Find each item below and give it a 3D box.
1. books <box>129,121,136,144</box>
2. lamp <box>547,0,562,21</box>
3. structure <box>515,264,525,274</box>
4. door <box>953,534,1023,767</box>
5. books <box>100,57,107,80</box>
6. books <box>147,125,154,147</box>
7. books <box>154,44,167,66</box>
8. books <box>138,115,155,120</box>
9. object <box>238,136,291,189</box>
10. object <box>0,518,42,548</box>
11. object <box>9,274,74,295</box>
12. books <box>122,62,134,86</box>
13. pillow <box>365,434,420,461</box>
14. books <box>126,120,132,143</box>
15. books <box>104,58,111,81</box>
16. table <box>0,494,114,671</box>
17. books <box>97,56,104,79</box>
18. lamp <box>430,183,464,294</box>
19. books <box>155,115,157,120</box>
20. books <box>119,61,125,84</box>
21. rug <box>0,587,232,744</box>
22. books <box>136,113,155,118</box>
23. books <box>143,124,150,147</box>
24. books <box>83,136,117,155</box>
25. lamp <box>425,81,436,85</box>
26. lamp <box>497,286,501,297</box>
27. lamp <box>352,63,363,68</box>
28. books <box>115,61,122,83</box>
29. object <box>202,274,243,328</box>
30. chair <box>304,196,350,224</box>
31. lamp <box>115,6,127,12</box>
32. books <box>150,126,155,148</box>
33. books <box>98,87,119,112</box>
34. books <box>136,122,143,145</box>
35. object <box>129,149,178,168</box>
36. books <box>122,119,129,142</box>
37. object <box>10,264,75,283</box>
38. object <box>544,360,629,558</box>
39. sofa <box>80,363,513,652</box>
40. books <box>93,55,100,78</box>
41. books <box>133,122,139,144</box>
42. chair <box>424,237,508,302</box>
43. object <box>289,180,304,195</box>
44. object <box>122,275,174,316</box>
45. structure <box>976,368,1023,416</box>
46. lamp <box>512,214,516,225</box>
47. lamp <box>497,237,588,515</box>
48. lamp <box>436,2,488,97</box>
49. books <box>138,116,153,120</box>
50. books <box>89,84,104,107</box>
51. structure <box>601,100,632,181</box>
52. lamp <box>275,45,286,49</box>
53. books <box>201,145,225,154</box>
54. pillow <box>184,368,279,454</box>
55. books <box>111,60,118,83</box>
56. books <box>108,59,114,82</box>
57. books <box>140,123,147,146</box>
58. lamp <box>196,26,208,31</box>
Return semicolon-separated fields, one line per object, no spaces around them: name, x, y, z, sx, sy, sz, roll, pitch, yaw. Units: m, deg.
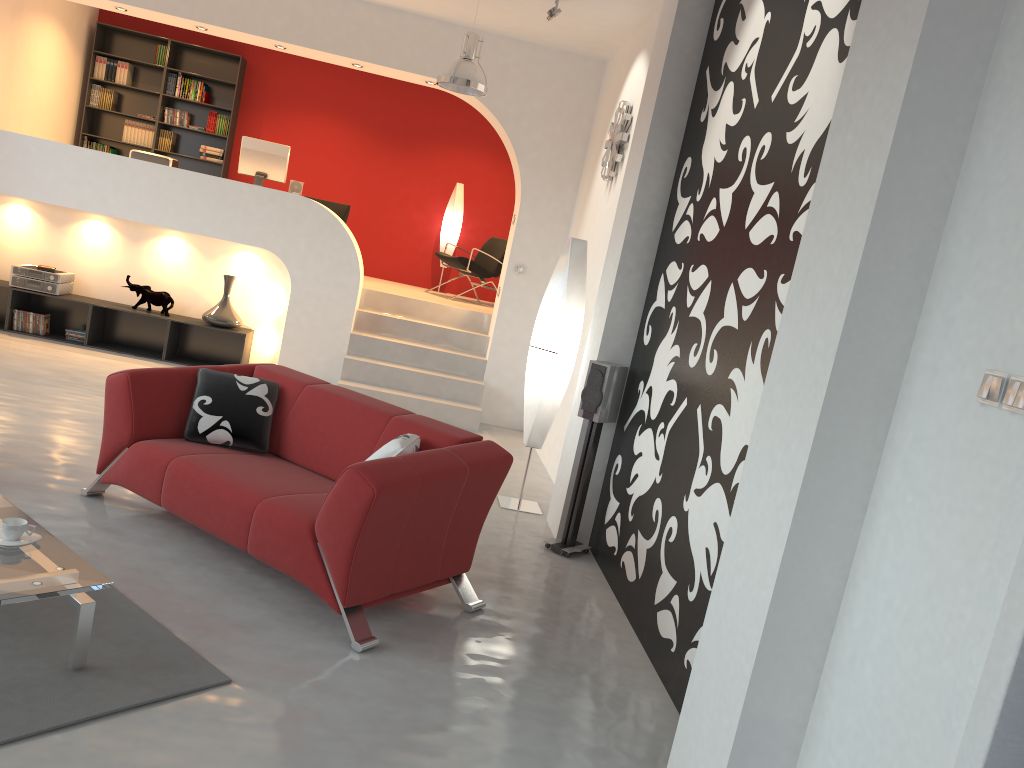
books;-4.448;-2.956;10.461;0.040;0.260;0.200;11;8;-7
lamp;0.316;-2.748;6.502;0.112;0.176;0.118;17;9;35
structure;0.073;-1.071;8.280;0.080;0.080;0.016;11;8;-7
door;1.230;0.409;1.008;0.240;2.550;1.600;11;8;-7
books;-4.720;-3.648;10.324;0.040;0.260;0.200;11;8;-7
books;-4.250;-2.917;10.487;0.040;0.260;0.200;11;8;-7
books;-4.069;-3.815;10.374;0.146;0.240;0.170;11;8;-7
books;-4.298;-3.140;10.467;0.190;0.015;0.135;11;8;-7
object;-2.394;-2.109;8.544;0.458;0.452;0.230;11;8;-7
object;-1.671;0.493;2.968;0.153;0.069;0.153;15;8;19
object;-4.305;-0.914;8.114;0.430;0.100;0.365;11;8;-7
books;-4.483;-3.602;10.355;0.040;0.260;0.200;11;8;-7
pillow;-0.580;0.379;3.866;0.288;0.343;0.402;12;8;0
books;-4.487;-2.964;10.456;0.040;0.260;0.200;11;8;-7
books;-4.681;-3.641;10.329;0.040;0.260;0.200;11;8;-7
table;-2.077;0.616;2.768;1.162;0.286;1.097;18;10;37
books;-4.759;-3.656;10.319;0.040;0.260;0.200;11;8;-7
lamp;-0.774;-1.798;10.936;0.237;1.349;0.237;12;8;1
books;-4.162;-3.184;10.474;0.063;0.187;0.135;11;8;-7
books;-4.522;-3.609;10.350;0.040;0.260;0.200;11;8;-7
rug;-2.099;0.758;2.797;1.700;0.025;1.700;18;10;37
books;-4.313;-3.158;10.463;0.190;0.015;0.135;11;8;-7
books;-4.289;-2.925;10.482;0.040;0.260;0.200;11;8;-7
books;-4.850;-2.727;10.446;0.341;0.286;0.231;11;8;-7
lamp;-0.749;-2.778;8.189;0.105;0.011;0.105;10;8;-18
lamp;-0.126;-0.893;8.551;0.011;0.105;0.105;11;8;-7
lamp;-1.411;-2.909;8.102;0.105;0.011;0.105;10;8;-18
books;-4.562;-3.617;10.345;0.040;0.260;0.200;11;8;-7
object;-2.681;-0.777;8.302;0.369;0.481;0.369;5;10;-42
chair;-2.297;-1.705;9.943;0.664;0.795;0.768;14;8;12
lamp;-3.454;-3.311;7.834;0.105;0.011;0.105;10;8;-18
books;-4.211;-2.909;10.492;0.040;0.260;0.200;11;8;-7
books;-4.729;-3.322;10.386;0.146;0.240;0.170;11;8;-7
books;-4.369;-2.940;10.471;0.040;0.260;0.200;11;8;-7
object;-3.418;-2.094;8.525;0.397;0.217;0.458;11;8;-7
books;-4.526;-2.972;10.451;0.040;0.260;0.200;11;8;-7
object;-4.285;-1.010;8.108;0.430;0.077;0.349;11;8;-7
object;0.431;0.424;5.047;0.214;1.112;0.229;18;10;37
sofa;-1.034;0.423;4.164;1.929;0.738;0.951;17;9;32
books;-4.799;-3.664;10.314;0.040;0.260;0.200;11;8;-7
books;-4.408;-2.948;10.466;0.040;0.260;0.200;11;8;-7
chair;-0.463;-1.351;10.242;0.768;0.795;0.664;7;9;-32
object;-2.110;-1.906;8.655;0.133;0.147;0.151;9;8;-24
object;-3.379;-0.824;8.249;0.507;0.296;0.191;13;8;8
structure;1.075;0.016;1.933;0.016;0.080;0.170;11;8;-7
lamp;0.020;-1.571;8.458;0.011;0.105;0.105;11;8;-7
lamp;0.233;-0.059;5.747;0.313;1.779;0.313;12;8;1
lamp;-0.290;-2.559;6.483;0.379;0.800;0.379;7;9;-36
books;-4.309;-3.127;10.468;0.190;0.015;0.135;11;8;-7
books;-4.845;-3.353;10.371;0.090;0.256;0.181;11;8;-7
structure;0.776;-1.833;6.695;0.090;0.596;0.596;11;8;-7
lamp;-2.092;-3.043;8.013;0.105;0.011;0.105;10;8;-18
books;-3.545;-2.785;10.553;0.260;0.040;0.200;11;8;-7
pillow;-1.384;0.132;4.403;0.402;0.343;0.288;10;8;-15
books;-4.602;-3.625;10.339;0.040;0.260;0.200;11;8;-7
books;-4.641;-3.633;10.334;0.040;0.260;0.200;11;8;-7
books;-4.329;-2.933;10.477;0.040;0.260;0.200;11;8;-7
lamp;-2.773;-3.177;7.924;0.105;0.011;0.105;10;8;-18
